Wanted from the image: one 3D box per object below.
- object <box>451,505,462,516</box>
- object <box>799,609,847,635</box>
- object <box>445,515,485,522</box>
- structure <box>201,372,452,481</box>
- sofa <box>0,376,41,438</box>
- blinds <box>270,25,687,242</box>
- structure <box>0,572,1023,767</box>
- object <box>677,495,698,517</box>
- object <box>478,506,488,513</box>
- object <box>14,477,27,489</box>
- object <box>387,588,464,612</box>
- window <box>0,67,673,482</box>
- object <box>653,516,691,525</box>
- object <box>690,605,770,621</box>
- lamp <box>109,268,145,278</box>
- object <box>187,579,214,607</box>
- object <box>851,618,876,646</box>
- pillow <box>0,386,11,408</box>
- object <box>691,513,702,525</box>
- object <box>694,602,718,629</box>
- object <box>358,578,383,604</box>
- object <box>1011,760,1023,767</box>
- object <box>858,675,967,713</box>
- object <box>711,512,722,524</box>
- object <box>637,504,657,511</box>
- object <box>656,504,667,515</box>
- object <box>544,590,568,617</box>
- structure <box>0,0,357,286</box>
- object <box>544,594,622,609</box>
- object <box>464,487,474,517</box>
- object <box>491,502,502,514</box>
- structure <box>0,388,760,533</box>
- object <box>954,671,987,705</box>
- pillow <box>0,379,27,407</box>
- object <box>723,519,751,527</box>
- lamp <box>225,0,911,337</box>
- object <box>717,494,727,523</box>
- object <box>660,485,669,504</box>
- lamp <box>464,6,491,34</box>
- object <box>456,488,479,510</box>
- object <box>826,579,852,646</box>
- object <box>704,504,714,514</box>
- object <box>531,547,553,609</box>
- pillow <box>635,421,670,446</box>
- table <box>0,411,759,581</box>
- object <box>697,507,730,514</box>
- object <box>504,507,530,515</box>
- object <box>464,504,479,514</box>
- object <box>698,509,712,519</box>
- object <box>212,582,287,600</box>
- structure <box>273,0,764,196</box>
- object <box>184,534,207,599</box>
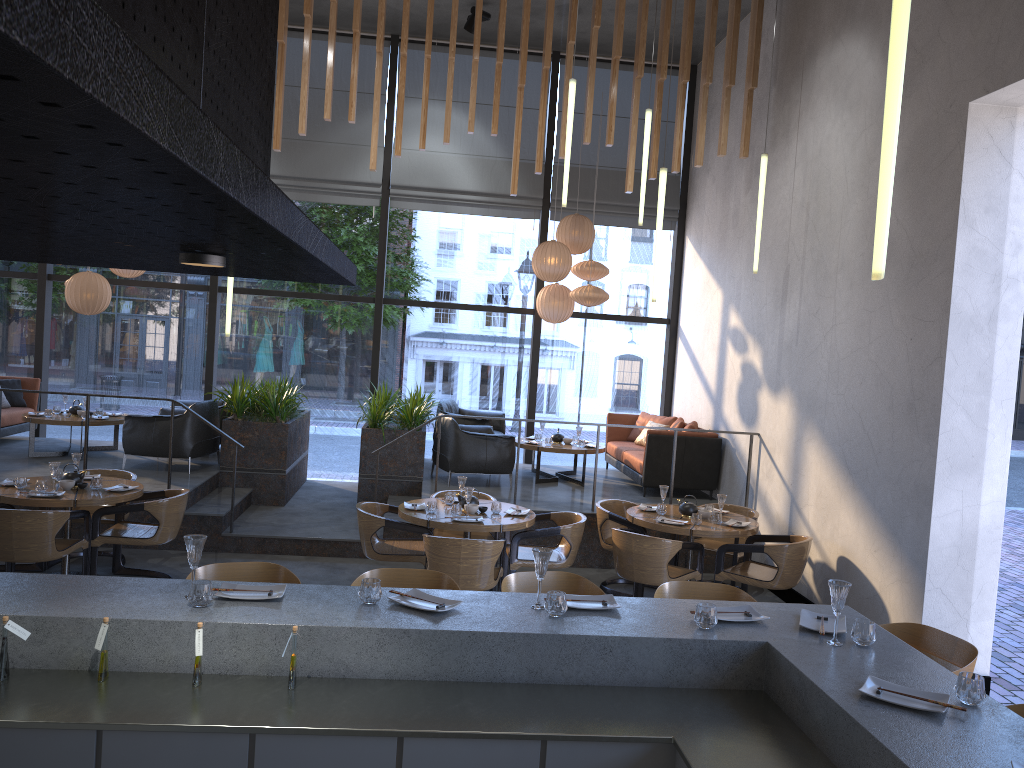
[{"bbox_3d":[-0.427,0.976,6.816,0.086,0.086,0.086,5,3,19],"label":"object"},{"bbox_3d":[1.198,0.929,3.419,0.170,0.025,0.294,5,3,20],"label":"object"},{"bbox_3d":[-0.361,1.018,6.681,0.294,0.025,0.170,3,3,-9],"label":"object"},{"bbox_3d":[-6.081,0.646,5.506,4.306,1.608,15.715,6,3,33],"label":"structure"},{"bbox_3d":[-6.155,0.295,9.882,0.864,0.811,2.226,4,3,-6],"label":"sofa"},{"bbox_3d":[-6.555,-3.429,7.396,8.760,2.314,17.610,6,3,38],"label":"blinds"},{"bbox_3d":[-2.811,1.187,0.906,8.945,1.400,4.889,4,3,-6],"label":"structure"},{"bbox_3d":[1.493,1.027,7.510,0.168,0.179,0.163,4,3,-2],"label":"object"},{"bbox_3d":[-0.232,1.001,7.049,0.080,0.042,0.080,2,4,-42],"label":"object"},{"bbox_3d":[-3.740,0.754,6.755,0.086,0.086,0.086,5,3,20],"label":"object"},{"bbox_3d":[-0.351,0.825,3.378,0.294,0.025,0.170,6,3,32],"label":"object"},{"bbox_3d":[-3.160,-1.281,4.931,12.739,5.897,12.900,4,3,-6],"label":"window"},{"bbox_3d":[1.300,1.110,7.124,0.294,0.025,0.170,6,3,32],"label":"object"},{"bbox_3d":[0.838,0.902,3.475,0.294,0.025,0.170,3,3,-13],"label":"object"},{"bbox_3d":[-2.962,-2.545,7.142,0.468,3.124,6.999,3,3,-25],"label":"lamp"},{"bbox_3d":[-1.115,0.752,3.177,0.086,0.086,0.086,4,3,-6],"label":"object"},{"bbox_3d":[1.289,0.912,3.250,0.086,0.086,0.086,5,3,22],"label":"object"},{"bbox_3d":[-6.079,0.153,10.389,0.203,0.263,0.332,5,3,14],"label":"pillow"},{"bbox_3d":[1.488,1.090,7.150,0.086,0.086,0.086,2,3,-34],"label":"object"},{"bbox_3d":[0.727,0.870,3.323,0.086,0.086,0.086,5,3,15],"label":"object"},{"bbox_3d":[-0.534,0.783,3.347,0.086,0.086,0.086,2,3,-30],"label":"object"},{"bbox_3d":[1.322,0.997,2.136,0.170,0.025,0.294,5,3,20],"label":"object"},{"bbox_3d":[1.229,0.964,2.716,0.294,0.025,0.170,6,3,32],"label":"object"},{"bbox_3d":[1.674,1.098,7.250,0.086,0.086,0.086,2,3,-30],"label":"object"},{"bbox_3d":[1.171,1.076,7.656,0.170,0.025,0.294,5,3,20],"label":"object"},{"bbox_3d":[1.261,1.059,7.487,0.086,0.086,0.086,5,3,17],"label":"object"},{"bbox_3d":[0.166,0.831,3.345,0.086,0.086,0.086,4,3,-6],"label":"object"},{"bbox_3d":[-4.630,-1.125,0.701,8.600,2.382,4.958,4,3,-6],"label":"structure"},{"bbox_3d":[0.273,0.862,3.503,0.294,0.025,0.170,4,3,-7],"label":"object"},{"bbox_3d":[-0.337,0.910,6.824,0.082,0.227,0.082,2,3,-36],"label":"object"},{"bbox_3d":[-0.125,0.985,7.050,0.086,0.086,0.086,4,3,-3],"label":"object"},{"bbox_3d":[-2.886,-0.431,3.611,11.718,4.117,9.054,4,3,-6],"label":"structure"},{"bbox_3d":[1.417,0.944,2.742,0.086,0.086,0.086,2,3,-30],"label":"object"},{"bbox_3d":[-6.095,0.106,10.670,0.242,0.345,0.418,6,3,35],"label":"pillow"},{"bbox_3d":[1.819,1.141,7.214,0.170,0.025,0.294,6,3,32],"label":"object"},{"bbox_3d":[-1.533,-5.241,2.929,8.975,10.231,8.774,4,3,-7],"label":"lamp"},{"bbox_3d":[1.725,1.027,7.318,0.082,0.227,0.082,5,3,16],"label":"object"},{"bbox_3d":[1.294,0.986,7.586,0.082,0.227,0.082,2,3,-34],"label":"object"},{"bbox_3d":[-0.421,-4.104,9.995,0.300,0.367,0.273,6,3,40],"label":"lamp"},{"bbox_3d":[-0.344,0.920,7.127,0.168,0.179,0.163,6,3,32],"label":"object"},{"bbox_3d":[1.186,0.834,3.233,0.082,0.227,0.082,2,3,-34],"label":"object"},{"bbox_3d":[1.696,1.082,7.631,0.086,0.086,0.086,3,3,-12],"label":"object"},{"bbox_3d":[0.110,0.752,3.432,0.082,0.227,0.082,5,3,29],"label":"object"},{"bbox_3d":[1.734,0.626,11.046,0.289,0.311,0.393,3,3,-25],"label":"pillow"},{"bbox_3d":[-3.274,1.075,7.274,10.659,0.968,6.876,4,3,-5],"label":"table"},{"bbox_3d":[1.780,1.112,7.770,0.170,0.025,0.294,2,3,-35],"label":"object"},{"bbox_3d":[0.034,1.026,7.077,0.170,0.025,0.294,5,3,14],"label":"object"},{"bbox_3d":[-0.320,0.986,6.984,0.116,0.065,0.116,3,3,-27],"label":"object"},{"bbox_3d":[1.618,1.096,7.440,0.116,0.065,0.116,5,3,19],"label":"object"},{"bbox_3d":[-1.008,0.783,3.335,0.294,0.025,0.170,4,3,-7],"label":"object"},{"bbox_3d":[-2.391,-1.167,3.515,10.399,5.894,10.127,4,3,-6],"label":"structure"},{"bbox_3d":[-1.171,0.673,3.264,0.082,0.227,0.082,5,3,29],"label":"object"}]
